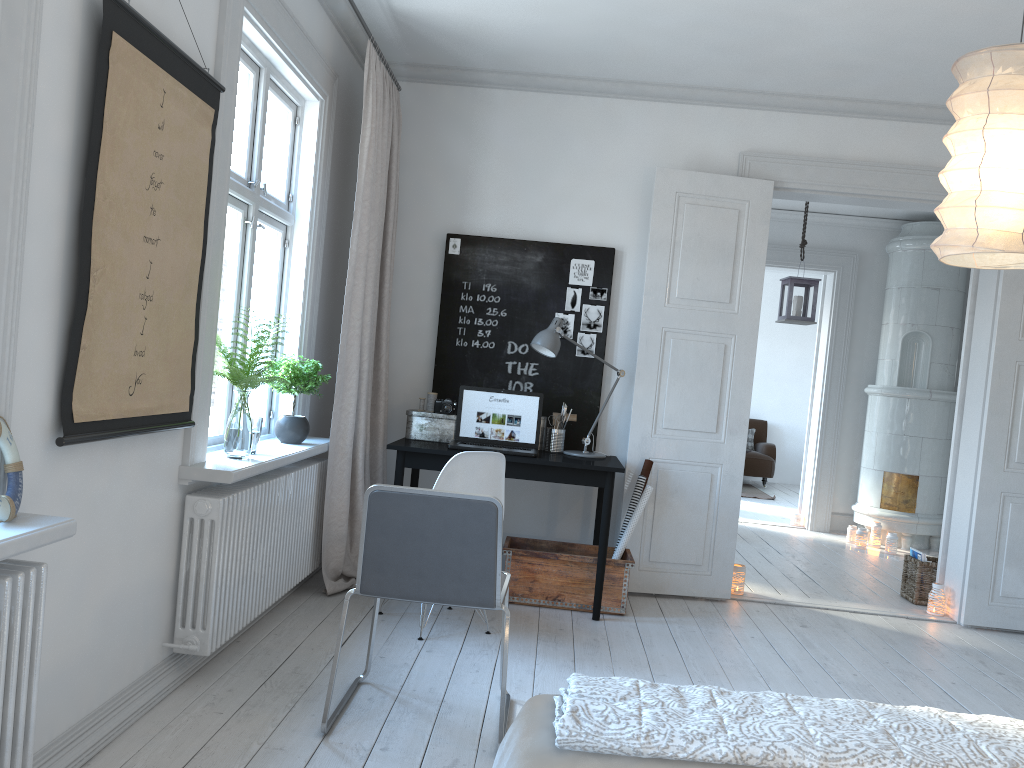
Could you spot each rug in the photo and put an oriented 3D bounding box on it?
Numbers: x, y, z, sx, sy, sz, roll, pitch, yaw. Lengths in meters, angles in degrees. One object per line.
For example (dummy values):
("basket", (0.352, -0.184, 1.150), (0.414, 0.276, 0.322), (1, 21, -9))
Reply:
("rug", (2.174, 1.193, 10.723), (1.710, 0.055, 1.455), (6, 1, 3))

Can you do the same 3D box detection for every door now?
("door", (1.979, 0.036, 5.061), (2.598, 2.507, 0.577), (6, 2, 3))
("door", (2.133, 0.003, 8.071), (2.598, 2.507, 0.577), (6, 2, 3))

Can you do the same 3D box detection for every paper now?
("paper", (0.584, 0.814, 4.680), (0.266, 0.669, 0.043), (4, 3, -42))
("paper", (0.580, 0.832, 4.621), (0.283, 0.627, 0.041), (5, 2, -19))
("paper", (0.618, 0.773, 4.747), (0.297, 0.747, 0.048), (4, 3, -42))

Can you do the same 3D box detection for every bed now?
("bed", (0.750, 0.717, 0.804), (1.888, 1.047, 2.175), (6, 1, 3))

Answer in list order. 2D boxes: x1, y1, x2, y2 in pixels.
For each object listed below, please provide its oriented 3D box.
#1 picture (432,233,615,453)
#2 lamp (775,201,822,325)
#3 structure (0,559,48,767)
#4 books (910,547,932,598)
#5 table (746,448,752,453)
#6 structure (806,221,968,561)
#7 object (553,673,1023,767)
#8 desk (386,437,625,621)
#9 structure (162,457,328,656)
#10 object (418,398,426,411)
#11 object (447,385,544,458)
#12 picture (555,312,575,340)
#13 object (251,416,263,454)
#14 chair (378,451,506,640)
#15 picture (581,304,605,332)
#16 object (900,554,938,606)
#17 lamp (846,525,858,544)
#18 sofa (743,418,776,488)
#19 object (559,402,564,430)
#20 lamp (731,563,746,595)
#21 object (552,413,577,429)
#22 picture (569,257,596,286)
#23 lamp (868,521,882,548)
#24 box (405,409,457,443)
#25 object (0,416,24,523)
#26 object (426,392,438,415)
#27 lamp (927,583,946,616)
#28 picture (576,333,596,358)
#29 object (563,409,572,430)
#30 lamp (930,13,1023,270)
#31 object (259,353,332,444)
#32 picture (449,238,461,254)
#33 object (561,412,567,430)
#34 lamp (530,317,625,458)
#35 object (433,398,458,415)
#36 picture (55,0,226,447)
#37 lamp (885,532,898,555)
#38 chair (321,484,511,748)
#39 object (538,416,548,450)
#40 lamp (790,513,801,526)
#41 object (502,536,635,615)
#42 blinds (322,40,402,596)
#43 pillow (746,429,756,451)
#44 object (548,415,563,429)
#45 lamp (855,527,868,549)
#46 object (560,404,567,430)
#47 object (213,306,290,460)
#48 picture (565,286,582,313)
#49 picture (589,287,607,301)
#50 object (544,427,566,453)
("picture", (0.050, -0.222, 5.013), (0.953, 1.173, 0.064), (6, 2, 3))
("lamp", (2.128, -1.315, 6.359), (0.228, 1.763, 0.228), (5, 2, 0))
("structure", (-1.193, 0.669, 1.294), (0.195, 0.547, 1.505), (6, 1, 3))
("books", (2.568, 1.178, 5.453), (0.201, 0.300, 0.179), (6, 2, 3))
("table", (2.193, 0.970, 10.689), (1.300, 0.503, 1.299), (5, 1, -7))
("structure", (3.288, 0.043, 7.469), (1.248, 2.829, 0.799), (4, 2, -42))
("object", (0.805, 0.671, 1.645), (1.460, 0.104, 0.404), (6, 1, 3))
("desk", (-0.053, 0.725, 4.621), (1.159, 0.759, 0.650), (6, 2, 3))
("structure", (-1.068, 0.642, 3.719), (0.195, 0.547, 1.505), (6, 1, 3))
("object", (-0.492, 0.111, 4.840), (0.040, 0.069, 0.040), (5, 2, -9))
("object", (-0.077, 0.186, 4.520), (0.445, 0.315, 0.325), (6, 1, 3))
("picture", (0.291, -0.325, 4.967), (0.107, 0.150, 0.001), (6, 2, 3))
("object", (-1.036, 0.201, 3.492), (0.097, 0.146, 0.097), (6, 2, 8))
("chair", (-0.300, 0.677, 3.992), (0.474, 0.824, 0.553), (4, 2, -32))
("picture", (0.450, -0.370, 4.957), (0.121, 0.153, 0.002), (6, 2, 3))
("object", (2.578, 1.212, 5.453), (0.270, 0.265, 0.223), (6, 2, 3))
("lamp", (2.859, 1.264, 7.454), (0.084, 0.146, 0.084), (6, 2, 7))
("sofa", (2.257, 0.790, 11.470), (2.165, 0.825, 0.968), (6, 1, 3))
("object", (0.259, 0.233, 4.794), (0.008, 0.268, 0.060), (6, 2, 20))
("lamp", (1.305, 1.132, 5.140), (0.089, 0.166, 0.089), (5, 2, -5))
("object", (0.283, 0.265, 4.832), (0.138, 0.209, 0.034), (5, 2, -17))
("picture", (0.392, -0.629, 4.953), (0.147, 0.154, 0.004), (6, 2, 3))
("lamp", (3.013, 1.249, 7.347), (0.098, 0.210, 0.098), (6, 2, 7))
("box", (-0.415, 0.229, 4.797), (0.317, 0.152, 0.193), (6, 1, 3))
("object", (-1.096, 0.181, 1.894), (0.079, 0.227, 0.236), (5, 1, -12))
("object", (-0.440, 0.113, 4.771), (0.056, 0.130, 0.167), (6, 1, 1))
("lamp", (2.442, 1.238, 5.096), (0.093, 0.180, 0.092), (5, 2, -14))
("picture", (0.415, -0.220, 4.964), (0.103, 0.136, 0.001), (6, 2, 3))
("object", (0.276, 0.251, 4.779), (0.084, 0.240, 0.009), (5, 2, -20))
("lamp", (1.363, -0.937, 2.362), (0.338, 1.232, 0.340), (7, 2, 34))
("object", (-0.996, 0.065, 4.022), (0.310, 0.407, 0.271), (4, 2, -37))
("picture", (-0.322, -0.775, 4.987), (0.061, 0.088, 0.004), (5, 2, 0))
("object", (0.264, 0.259, 4.785), (0.009, 0.222, 0.082), (7, 2, 32))
("lamp", (0.341, 0.023, 4.702), (0.617, 0.716, 0.229), (5, 2, -26))
("object", (-0.349, 0.117, 4.699), (0.137, 0.087, 0.073), (6, 2, 3))
("picture", (-1.035, -0.504, 2.552), (0.057, 1.314, 0.792), (6, 2, 3))
("lamp", (3.040, 1.277, 7.100), (0.089, 0.166, 0.089), (6, 2, 2))
("chair", (-0.259, 0.712, 2.939), (0.562, 0.798, 0.524), (6, 2, 3))
("object", (0.147, 0.271, 4.857), (0.079, 0.188, 0.078), (5, 2, -18))
("lamp", (2.593, 1.238, 8.096), (0.093, 0.110, 0.093), (6, 2, 20))
("object", (0.279, 0.995, 4.612), (0.664, 0.282, 0.339), (6, 1, 3))
("blinds", (-0.696, -0.287, 4.561), (0.225, 2.649, 0.830), (6, 2, 3))
("pillow", (2.906, 0.698, 11.539), (0.542, 0.288, 0.183), (6, 2, 4))
("object", (0.224, 0.263, 4.792), (0.081, 0.198, 0.050), (6, 2, 28))
("lamp", (2.847, 1.257, 7.223), (0.089, 0.166, 0.089), (6, 2, 4))
("object", (0.263, 0.236, 4.794), (0.062, 0.264, 0.012), (4, 3, -45))
("object", (-1.020, -0.005, 3.300), (0.414, 0.565, 0.305), (7, 2, 37))
("picture", (0.344, -0.472, 4.961), (0.083, 0.146, 0.002), (6, 2, 3))
("picture", (0.483, -0.506, 4.953), (0.095, 0.071, 0.001), (6, 2, 3))
("object", (0.230, 0.304, 4.782), (0.108, 0.128, 0.108), (6, 2, 18))
